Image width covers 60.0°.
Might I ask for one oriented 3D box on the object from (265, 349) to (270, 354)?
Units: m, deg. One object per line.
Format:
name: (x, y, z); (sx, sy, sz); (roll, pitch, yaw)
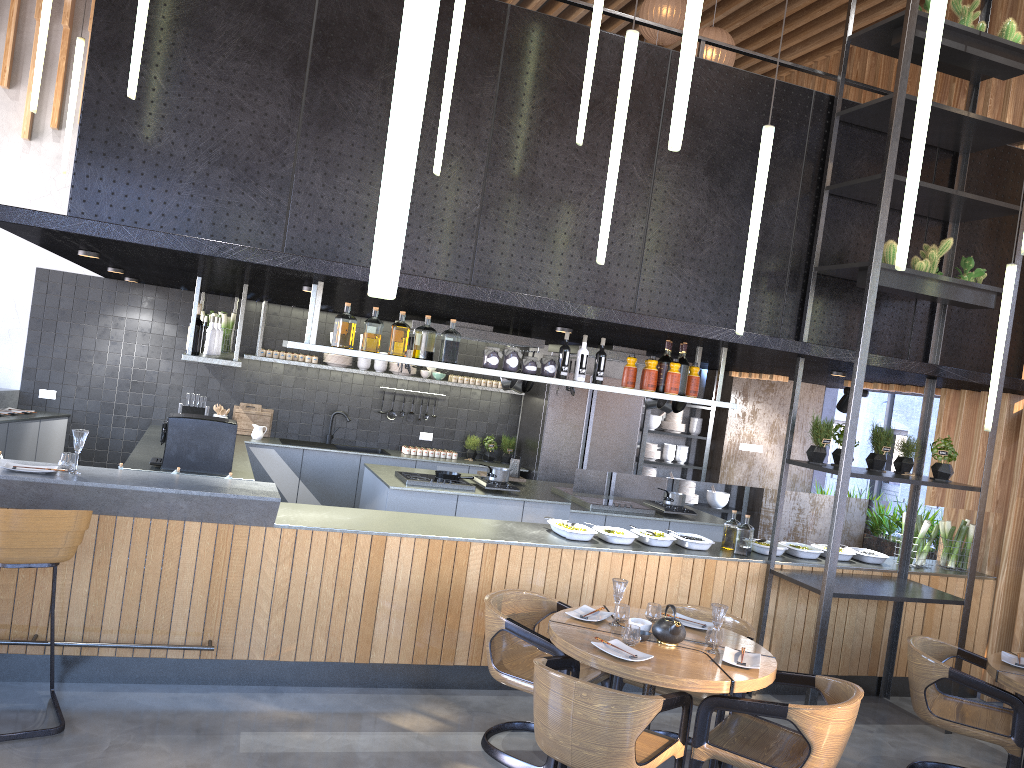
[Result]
object: (-2.525, -0.320, 9.190); (0.062, 0.078, 0.062); (8, 1, -24)

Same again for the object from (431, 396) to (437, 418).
object: (-0.848, 0.246, 9.819); (0.074, 0.256, 0.074); (8, 1, 26)

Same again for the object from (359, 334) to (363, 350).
object: (-1.547, -0.419, 9.418); (0.143, 0.214, 0.149); (8, 1, 10)

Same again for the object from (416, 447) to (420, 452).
object: (-1.025, 0.732, 9.682); (0.062, 0.078, 0.062); (8, 1, -14)

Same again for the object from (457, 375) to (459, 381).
object: (-0.584, -0.052, 9.754); (0.062, 0.078, 0.062); (8, 1, -14)

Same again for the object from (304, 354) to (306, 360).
object: (-2.153, -0.269, 9.318); (0.062, 0.078, 0.062); (8, 1, -24)

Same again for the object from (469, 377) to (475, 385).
object: (-0.438, -0.032, 9.733); (0.062, 0.078, 0.062); (8, 1, -14)

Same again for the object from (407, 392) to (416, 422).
object: (-1.097, 0.253, 9.777); (0.068, 0.337, 0.024); (8, 1, -19)

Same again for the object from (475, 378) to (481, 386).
object: (-0.375, -0.023, 9.754); (0.062, 0.078, 0.062); (8, 1, -14)

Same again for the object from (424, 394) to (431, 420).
object: (-0.935, 0.255, 9.839); (0.035, 0.298, 0.032); (8, 1, 23)

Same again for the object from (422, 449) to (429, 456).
object: (-0.941, 0.745, 9.639); (0.062, 0.078, 0.062); (8, 1, -14)

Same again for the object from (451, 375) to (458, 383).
object: (-0.627, -0.057, 9.668); (0.062, 0.078, 0.062); (8, 1, -14)

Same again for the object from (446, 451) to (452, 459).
object: (-0.693, 0.778, 9.724); (0.062, 0.078, 0.062); (8, 1, -14)

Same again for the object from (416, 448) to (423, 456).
object: (-1.003, 0.736, 9.617); (0.062, 0.078, 0.062); (8, 1, -14)

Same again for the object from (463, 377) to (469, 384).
object: (-0.500, -0.040, 9.711); (0.062, 0.078, 0.062); (8, 1, -14)

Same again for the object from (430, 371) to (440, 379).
object: (-0.848, -0.093, 9.720); (0.118, 0.083, 0.118); (8, 1, 13)

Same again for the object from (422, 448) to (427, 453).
object: (-0.962, 0.741, 9.703); (0.062, 0.078, 0.062); (8, 1, -14)

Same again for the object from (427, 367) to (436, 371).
object: (-0.877, -0.180, 9.666); (0.118, 0.083, 0.118); (8, 1, -31)

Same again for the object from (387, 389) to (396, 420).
object: (-1.301, 0.224, 9.702); (0.104, 0.336, 0.031); (8, 1, -20)

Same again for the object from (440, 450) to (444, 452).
object: (-0.777, 0.766, 9.767); (0.062, 0.078, 0.062); (8, 1, -14)

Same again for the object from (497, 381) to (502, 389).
object: (-0.128, 0.010, 9.839); (0.062, 0.078, 0.062); (8, 1, -14)

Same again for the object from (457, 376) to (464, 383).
object: (-0.562, -0.048, 9.690); (0.062, 0.078, 0.062); (8, 1, -14)

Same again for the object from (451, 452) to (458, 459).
object: (-0.631, 0.787, 9.746); (0.062, 0.078, 0.062); (8, 1, -14)

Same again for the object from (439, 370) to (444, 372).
object: (-0.807, -0.125, 9.725); (0.111, 0.082, 0.019); (8, 1, -9)

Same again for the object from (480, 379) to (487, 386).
object: (-0.313, -0.015, 9.776); (0.062, 0.078, 0.062); (8, 1, -14)

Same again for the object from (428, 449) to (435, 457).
object: (-0.878, 0.753, 9.661); (0.062, 0.078, 0.062); (8, 1, -14)

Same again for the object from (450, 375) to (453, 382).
object: (-0.649, -0.061, 9.732); (0.062, 0.078, 0.062); (8, 1, -14)

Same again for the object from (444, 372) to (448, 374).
object: (-0.743, -0.101, 9.583); (0.111, 0.082, 0.019); (8, 1, -19)

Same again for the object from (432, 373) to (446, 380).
object: (-0.790, -0.078, 9.563); (0.146, 0.073, 0.146); (9, 1, 43)

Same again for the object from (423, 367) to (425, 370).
object: (-0.947, -0.142, 9.591); (0.019, 0.082, 0.111); (8, 1, 21)

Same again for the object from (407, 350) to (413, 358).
object: (-1.157, -0.324, 9.565); (0.204, 0.106, 0.204); (9, 1, 38)

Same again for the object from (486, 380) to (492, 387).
object: (-0.252, -0.006, 9.797); (0.062, 0.078, 0.062); (8, 1, -14)

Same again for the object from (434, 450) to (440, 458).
object: (-0.816, 0.761, 9.682); (0.062, 0.078, 0.062); (8, 1, -14)

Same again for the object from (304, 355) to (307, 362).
object: (-2.130, -0.265, 9.250); (0.062, 0.078, 0.062); (8, 1, -24)

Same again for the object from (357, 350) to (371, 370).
object: (-1.569, -0.256, 9.420); (0.143, 0.214, 0.149); (8, 1, 10)

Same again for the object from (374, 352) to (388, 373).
object: (-1.401, -0.233, 9.478); (0.143, 0.214, 0.149); (8, 1, 10)

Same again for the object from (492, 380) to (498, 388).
object: (-0.190, 0.002, 9.818); (0.062, 0.078, 0.062); (8, 1, -14)

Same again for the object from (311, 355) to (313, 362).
object: (-2.068, -0.257, 9.271); (0.062, 0.078, 0.062); (8, 1, -24)

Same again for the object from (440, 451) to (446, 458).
object: (-0.755, 0.770, 9.703); (0.062, 0.078, 0.062); (8, 1, -14)

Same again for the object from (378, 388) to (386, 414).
object: (-1.393, 0.184, 9.625); (0.103, 0.280, 0.103); (8, 1, 23)

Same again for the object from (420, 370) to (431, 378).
object: (-0.939, -0.104, 9.627); (0.118, 0.083, 0.118); (8, 1, 9)

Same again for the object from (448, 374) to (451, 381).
object: (-0.671, -0.065, 9.800); (0.062, 0.078, 0.062); (8, 1, -14)

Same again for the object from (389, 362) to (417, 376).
object: (-1.178, -0.193, 9.565); (0.304, 0.195, 0.300); (8, 1, -7)

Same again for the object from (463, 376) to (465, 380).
object: (-0.522, -0.044, 9.776); (0.062, 0.078, 0.062); (8, 1, -14)

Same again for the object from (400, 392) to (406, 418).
object: (-1.190, 0.225, 9.736); (0.062, 0.306, 0.038); (8, 1, -19)

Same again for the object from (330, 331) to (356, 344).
object: (-1.795, -0.472, 9.354); (0.249, 0.243, 0.248); (8, 1, -18)

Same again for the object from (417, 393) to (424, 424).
object: (-1.005, 0.278, 9.809); (0.033, 0.363, 0.024); (8, 1, -19)

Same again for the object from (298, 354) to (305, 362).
object: (-2.192, -0.273, 9.229); (0.062, 0.078, 0.062); (8, 1, -24)
